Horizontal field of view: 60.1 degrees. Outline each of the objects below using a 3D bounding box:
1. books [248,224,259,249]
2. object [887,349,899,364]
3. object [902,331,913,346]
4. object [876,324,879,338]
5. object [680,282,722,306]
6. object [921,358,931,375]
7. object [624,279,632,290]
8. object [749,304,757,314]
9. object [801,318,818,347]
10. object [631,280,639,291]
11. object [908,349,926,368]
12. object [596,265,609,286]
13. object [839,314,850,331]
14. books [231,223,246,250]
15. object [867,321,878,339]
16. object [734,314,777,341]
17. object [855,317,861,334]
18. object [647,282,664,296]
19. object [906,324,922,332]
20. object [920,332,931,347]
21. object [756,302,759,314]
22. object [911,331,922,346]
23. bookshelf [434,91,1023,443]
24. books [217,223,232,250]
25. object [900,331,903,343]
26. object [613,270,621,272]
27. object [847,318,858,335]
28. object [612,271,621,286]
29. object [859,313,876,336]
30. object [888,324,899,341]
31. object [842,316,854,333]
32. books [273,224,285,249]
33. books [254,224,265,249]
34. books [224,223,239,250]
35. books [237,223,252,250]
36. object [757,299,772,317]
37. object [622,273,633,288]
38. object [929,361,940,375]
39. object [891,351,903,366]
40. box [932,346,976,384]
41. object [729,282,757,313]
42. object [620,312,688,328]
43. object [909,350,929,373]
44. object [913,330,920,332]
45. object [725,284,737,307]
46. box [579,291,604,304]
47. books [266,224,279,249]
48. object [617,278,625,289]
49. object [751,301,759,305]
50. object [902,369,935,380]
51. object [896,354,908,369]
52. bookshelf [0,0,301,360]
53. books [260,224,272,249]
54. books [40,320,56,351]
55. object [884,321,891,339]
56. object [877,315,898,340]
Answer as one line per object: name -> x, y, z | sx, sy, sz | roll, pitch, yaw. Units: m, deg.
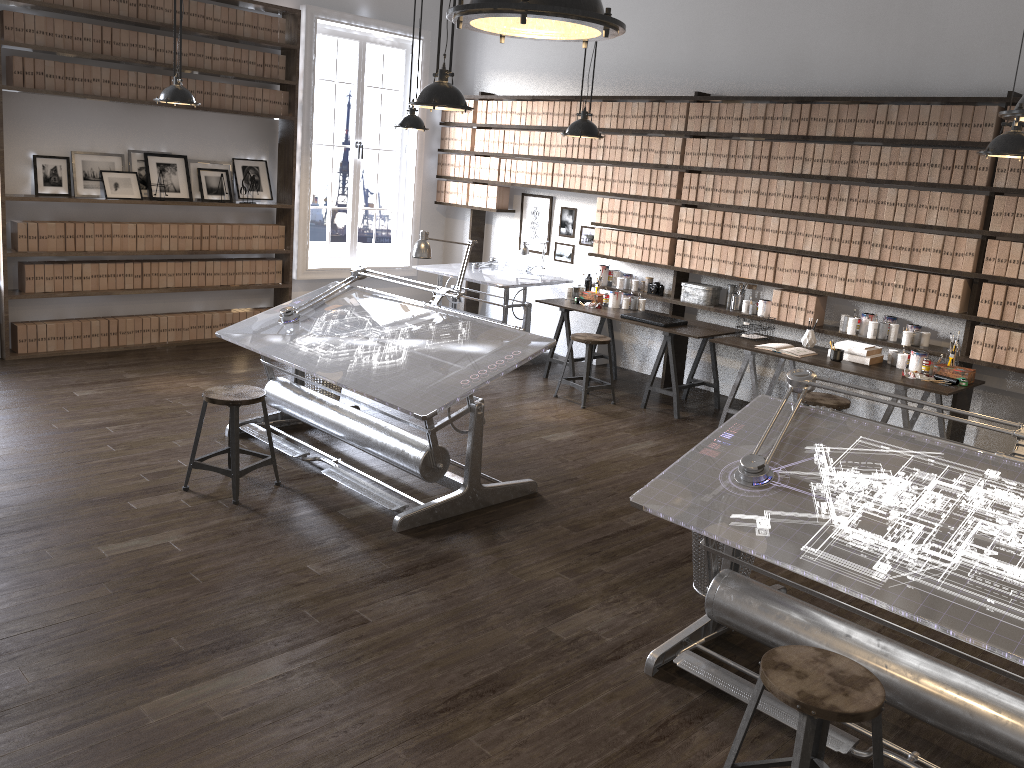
books -> -2.428, -1.370, 8.232 | 0.067, 0.223, 0.176 | -6, 16, -44
object -> 2.594, -0.184, 6.035 | 0.062, 0.093, 0.062 | 4, 12, -4
object -> 2.695, -0.311, 6.038 | 0.062, 0.095, 0.062 | 2, 12, -13
object -> 2.588, -0.375, 6.279 | 0.054, 0.100, 0.054 | -2, 13, -28
object -> 1.553, -0.743, 7.297 | 0.193, 0.151, 0.319 | -8, 18, -44
object -> 2.685, -0.109, 5.741 | 0.049, 0.111, 0.050 | -5, 15, -41
object -> 1.015, -0.873, 7.766 | 0.063, 0.092, 0.063 | 12, 14, 30
object -> 1.932, -0.590, 6.937 | 0.181, 0.092, 0.062 | -3, 14, -31
object -> 2.168, -0.373, 6.441 | 0.101, 0.207, 0.102 | 5, 12, 0
object -> 1.075, -0.862, 7.738 | 0.062, 0.093, 0.062 | 12, 14, 30
object -> 2.710, -0.160, 5.920 | 0.095, 0.127, 0.094 | 15, 16, 40
object -> 0.810, -0.975, 7.942 | 0.108, 0.175, 0.107 | -6, 16, -42
object -> 2.421, -0.444, 6.445 | 0.062, 0.118, 0.062 | 4, 12, -4
books -> -2.518, -1.355, 8.140 | 0.067, 0.223, 0.176 | -6, 16, -44
object -> 2.530, -0.377, 6.213 | 0.062, 0.118, 0.062 | 7, 12, 13
object -> 1.819, -0.421, 6.616 | 0.285, 0.159, 0.205 | -8, 18, -44
object -> 2.471, -0.417, 6.354 | 0.044, 0.126, 0.045 | -6, 16, -44
object -> 1.218, -0.819, 7.577 | 0.091, 0.107, 0.172 | -7, 18, -44
object -> 2.792, -0.348, 6.167 | 0.094, 0.128, 0.095 | 12, 14, 31
object -> 2.829, -0.307, 6.066 | 0.062, 0.095, 0.062 | 2, 12, -13
object -> 1.937, -0.591, 6.926 | 0.044, 0.100, 0.045 | -6, 16, -42
object -> 2.761, -0.307, 6.047 | 0.062, 0.094, 0.064 | 2, 12, -13
bookshelf -> 2.466, -0.475, 6.477 | 0.374, 3.175, 9.245 | -6, 17, -44
books -> -2.621, -1.340, 8.047 | 0.067, 0.223, 0.175 | -6, 16, -44
object -> 2.719, -0.319, 6.122 | 0.054, 0.080, 0.054 | 13, 14, 34
object -> 0.940, -0.961, 8.004 | 0.072, 0.128, 0.072 | 5, 12, 2
object -> 2.427, -0.410, 6.311 | 0.062, 0.118, 0.062 | 6, 12, 4
object -> 0.933, -0.943, 7.925 | 0.070, 0.129, 0.071 | 3, 12, -7
object -> 2.538, -0.422, 6.330 | 0.095, 0.160, 0.094 | 15, 15, 40
object -> 2.662, -0.358, 6.179 | 0.062, 0.118, 0.062 | 7, 12, 13
object -> 2.419, -0.427, 6.379 | 0.063, 0.117, 0.063 | 4, 12, -4
books -> -2.232, -1.400, 8.419 | 0.067, 0.223, 0.176 | -6, 16, -44
books -> -2.379, -1.377, 8.277 | 0.067, 0.223, 0.176 | -6, 16, -44
books -> -2.570, -1.348, 8.097 | 0.067, 0.223, 0.176 | -6, 16, -44
books -> -2.474, -1.363, 8.189 | 0.067, 0.223, 0.176 | -6, 16, -44
object -> 1.955, -0.585, 6.858 | 0.094, 0.127, 0.095 | -5, 15, -38
object -> 1.027, -0.916, 7.888 | 0.094, 0.127, 0.096 | 2, 12, -15
object -> 2.748, -0.099, 5.770 | 0.059, 0.088, 0.060 | -5, 16, -40
object -> 2.592, -0.168, 5.969 | 0.063, 0.092, 0.063 | 4, 12, -4
box -> 2.823, -0.126, 5.634 | 0.138, 0.205, 0.213 | -7, 17, -44
object -> 1.826, -0.717, 7.032 | 0.182, 0.269, 0.157 | 11, 13, 28
object -> 1.124, -0.511, 7.015 | 0.313, 0.033, 0.449 | -9, 19, -44
object -> 2.668, -0.142, 5.812 | 0.104, 0.140, 0.106 | -4, 15, -37
object -> 2.779, -0.320, 6.101 | 0.044, 0.101, 0.045 | 13, 14, 35
object -> 1.779, -0.711, 7.193 | 0.079, 0.186, 0.079 | 10, 13, 23
box -> 0.709, -0.754, 7.739 | 0.138, 0.082, 0.213 | -8, 19, -44
books -> -2.283, -1.394, 8.379 | 0.067, 0.223, 0.175 | -6, 16, -44
object -> 0.956, -0.887, 7.803 | 0.062, 0.093, 0.062 | 12, 14, 30
object -> 1.914, -0.605, 6.978 | 0.062, 0.092, 0.064 | 6, 12, 7
object -> 2.588, -0.058, 5.630 | 0.197, 0.050, 0.133 | 8, 14, 15
object -> 2.599, -0.151, 5.901 | 0.062, 0.093, 0.062 | 6, 12, 4
bookshelf -> -3.072, -1.471, 7.609 | 2.481, 3.687, 0.415 | -7, 16, -44
books -> -2.332, -1.386, 8.329 | 0.067, 0.223, 0.176 | -6, 16, -44
books -> -3.749, -0.391, 7.156 | 0.067, 0.223, 0.176 | -6, 16, -44
object -> 2.633, -0.374, 6.233 | 0.045, 0.126, 0.045 | -1, 13, -27
object -> 2.636, -0.394, 6.248 | 0.206, 0.160, 0.095 | -7, 17, -43
